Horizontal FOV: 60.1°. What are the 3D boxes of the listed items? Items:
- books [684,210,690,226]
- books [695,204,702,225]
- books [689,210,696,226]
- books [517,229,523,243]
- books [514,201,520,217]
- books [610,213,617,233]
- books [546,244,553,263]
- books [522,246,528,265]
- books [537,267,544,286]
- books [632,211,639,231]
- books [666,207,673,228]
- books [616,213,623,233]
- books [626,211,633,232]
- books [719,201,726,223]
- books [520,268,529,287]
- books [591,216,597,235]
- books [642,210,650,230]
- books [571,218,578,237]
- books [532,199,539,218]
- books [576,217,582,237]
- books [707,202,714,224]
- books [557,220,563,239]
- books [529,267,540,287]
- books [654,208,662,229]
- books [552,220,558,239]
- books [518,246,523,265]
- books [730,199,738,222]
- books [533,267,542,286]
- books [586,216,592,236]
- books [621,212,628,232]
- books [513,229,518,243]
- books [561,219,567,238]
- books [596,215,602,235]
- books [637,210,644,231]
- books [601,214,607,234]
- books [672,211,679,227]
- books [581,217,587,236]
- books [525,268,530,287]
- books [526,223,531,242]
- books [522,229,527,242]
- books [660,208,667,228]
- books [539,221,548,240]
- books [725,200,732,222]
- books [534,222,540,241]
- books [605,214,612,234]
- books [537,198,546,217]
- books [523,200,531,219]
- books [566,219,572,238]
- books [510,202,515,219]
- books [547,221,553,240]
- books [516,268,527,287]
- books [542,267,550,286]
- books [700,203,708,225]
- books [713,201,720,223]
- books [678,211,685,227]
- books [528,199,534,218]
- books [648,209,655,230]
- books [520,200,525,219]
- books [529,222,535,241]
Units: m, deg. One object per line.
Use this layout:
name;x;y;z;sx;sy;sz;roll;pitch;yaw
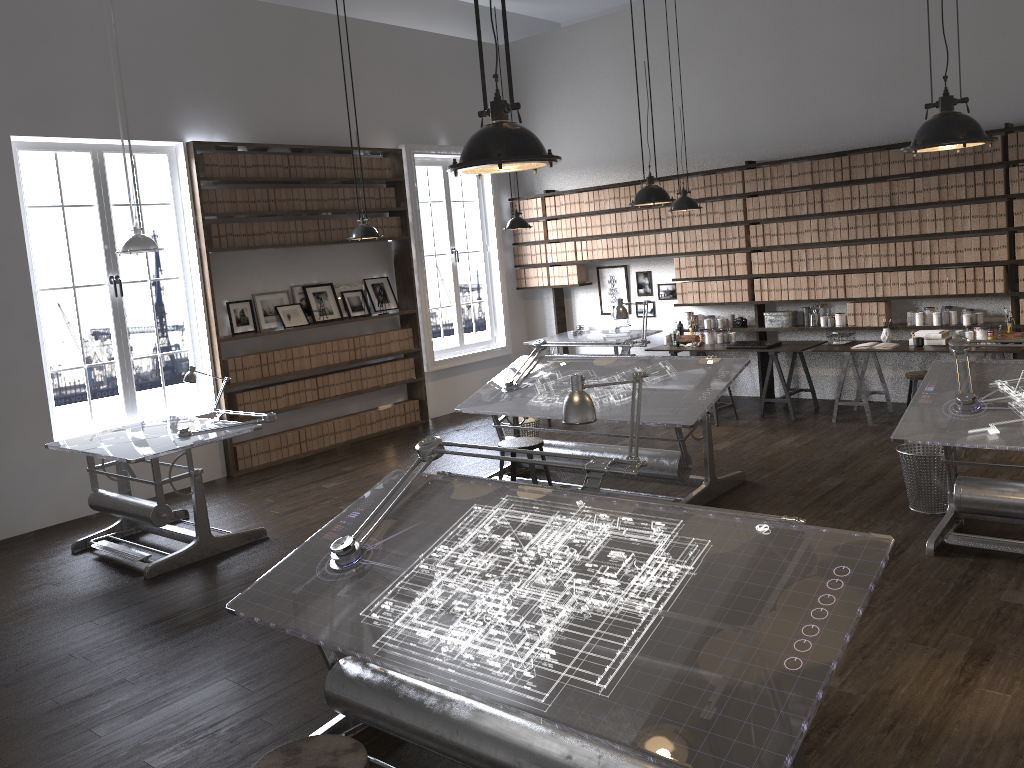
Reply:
books;1.895;-1.787;9.400;0.067;0.224;0.175;0;8;41
books;1.995;-1.784;9.318;0.067;0.224;0.175;0;8;41
books;1.949;-1.786;9.360;0.067;0.224;0.175;0;8;41
books;0.145;-1.859;10.899;0.067;0.224;0.175;0;8;41
books;0.114;-2.132;10.876;0.067;0.224;0.175;0;8;41
books;1.195;-1.814;10.001;0.067;0.224;0.175;0;8;41
books;0.500;-1.576;10.641;0.067;0.224;0.175;0;8;41
books;0.210;-1.588;10.897;0.067;0.224;0.175;0;8;41
books;0.396;-1.307;10.778;0.067;0.224;0.175;0;8;41
books;1.408;-1.805;9.817;0.067;0.224;0.175;0;8;41
books;1.737;-1.793;9.538;0.067;0.224;0.175;0;8;41
books;1.250;-1.812;9.959;0.067;0.224;0.175;0;8;41
books;1.355;-1.808;9.866;0.067;0.224;0.175;0;8;41
books;2.208;-1.775;9.132;0.067;0.224;0.175;0;8;41
books;0.188;-1.315;10.958;0.067;0.224;0.175;0;8;41
books;0.993;-1.822;10.180;0.067;0.224;0.175;0;8;41
books;1.514;-1.802;9.732;0.067;0.224;0.175;0;8;41
books;0.771;-1.829;10.364;0.067;0.224;0.175;0;8;41
books;0.329;-2.124;10.693;0.067;0.224;0.175;0;8;41
books;0.832;-1.828;10.319;0.067;0.224;0.175;0;8;41
books;2.105;-1.780;9.227;0.067;0.224;0.175;0;8;41
books;0.616;-1.835;10.495;0.067;0.224;0.175;0;8;41
books;0.296;-1.312;10.869;0.067;0.224;0.175;0;8;41
books;1.626;-1.797;9.632;0.067;0.224;0.175;0;8;41
books;0.561;-1.837;10.542;0.067;0.224;0.175;0;8;41
books;0.157;-1.590;10.943;0.067;0.224;0.175;0;8;41
books;2.308;-1.772;9.050;0.067;0.224;0.175;0;8;41
books;0.341;-1.309;10.825;0.067;0.224;0.175;0;8;41
books;0.939;-1.824;10.227;0.067;0.224;0.175;0;8;41
books;1.305;-1.811;9.915;0.067;0.224;0.175;0;8;41
books;0.095;-1.861;10.948;0.067;0.224;0.175;0;8;41
books;0.667;-1.834;10.457;0.067;0.224;0.175;0;8;41
books;1.040;-1.819;10.132;0.067;0.224;0.175;0;8;41
books;1.463;-1.803;9.770;0.067;0.224;0.175;0;8;41
books;1.094;-1.818;10.092;0.067;0.224;0.175;0;8;41
books;1.794;-1.792;9.495;0.067;0.224;0.175;0;8;41
books;0.883;-1.825;10.269;0.067;0.224;0.175;0;8;41
books;0.248;-1.314;10.914;0.067;0.224;0.175;0;8;41
books;0.251;-1.855;10.814;0.067;0.224;0.175;0;8;41
books;0.202;-1.857;10.853;0.067;0.224;0.175;0;8;41
books;1.686;-1.796;9.587;0.067;0.224;0.175;0;8;41
books;0.407;-1.850;10.681;0.067;0.224;0.175;0;8;41
books;2.262;-1.774;9.092;0.067;0.224;0.175;0;8;41
books;0.353;-1.852;10.727;0.067;0.224;0.175;0;8;41
books;1.141;-1.816;10.050;0.067;0.224;0.175;0;8;41
books;0.386;-2.122;10.648;0.067;0.224;0.175;0;8;41
books;0.227;-2.129;10.789;0.067;0.224;0.175;0;8;41
books;0.718;-1.832;10.416;0.067;0.224;0.175;0;8;41
books;0.059;-2.134;10.923;0.067;0.224;0.175;0;8;41
books;0.508;-1.840;10.592;0.067;0.224;0.175;0;8;41
books;0.135;-1.318;11.011;0.067;0.224;0.175;0;8;41
books;0.454;-1.306;10.733;0.067;0.224;0.175;0;8;41
books;2.049;-1.782;9.270;0.067;0.224;0.175;0;8;41
books;2.159;-1.779;9.183;0.067;0.224;0.175;0;8;41
books;1.848;-1.790;9.448;0.067;0.224;0.175;0;8;41
books;0.278;-2.127;10.742;0.067;0.224;0.175;0;8;41
books;1.573;-1.800;9.684;0.067;0.224;0.175;0;8;41
books;0.171;-2.130;10.831;0.067;0.224;0.175;0;8;41
books;0.298;-1.852;10.767;0.067;0.224;0.175;0;8;41
